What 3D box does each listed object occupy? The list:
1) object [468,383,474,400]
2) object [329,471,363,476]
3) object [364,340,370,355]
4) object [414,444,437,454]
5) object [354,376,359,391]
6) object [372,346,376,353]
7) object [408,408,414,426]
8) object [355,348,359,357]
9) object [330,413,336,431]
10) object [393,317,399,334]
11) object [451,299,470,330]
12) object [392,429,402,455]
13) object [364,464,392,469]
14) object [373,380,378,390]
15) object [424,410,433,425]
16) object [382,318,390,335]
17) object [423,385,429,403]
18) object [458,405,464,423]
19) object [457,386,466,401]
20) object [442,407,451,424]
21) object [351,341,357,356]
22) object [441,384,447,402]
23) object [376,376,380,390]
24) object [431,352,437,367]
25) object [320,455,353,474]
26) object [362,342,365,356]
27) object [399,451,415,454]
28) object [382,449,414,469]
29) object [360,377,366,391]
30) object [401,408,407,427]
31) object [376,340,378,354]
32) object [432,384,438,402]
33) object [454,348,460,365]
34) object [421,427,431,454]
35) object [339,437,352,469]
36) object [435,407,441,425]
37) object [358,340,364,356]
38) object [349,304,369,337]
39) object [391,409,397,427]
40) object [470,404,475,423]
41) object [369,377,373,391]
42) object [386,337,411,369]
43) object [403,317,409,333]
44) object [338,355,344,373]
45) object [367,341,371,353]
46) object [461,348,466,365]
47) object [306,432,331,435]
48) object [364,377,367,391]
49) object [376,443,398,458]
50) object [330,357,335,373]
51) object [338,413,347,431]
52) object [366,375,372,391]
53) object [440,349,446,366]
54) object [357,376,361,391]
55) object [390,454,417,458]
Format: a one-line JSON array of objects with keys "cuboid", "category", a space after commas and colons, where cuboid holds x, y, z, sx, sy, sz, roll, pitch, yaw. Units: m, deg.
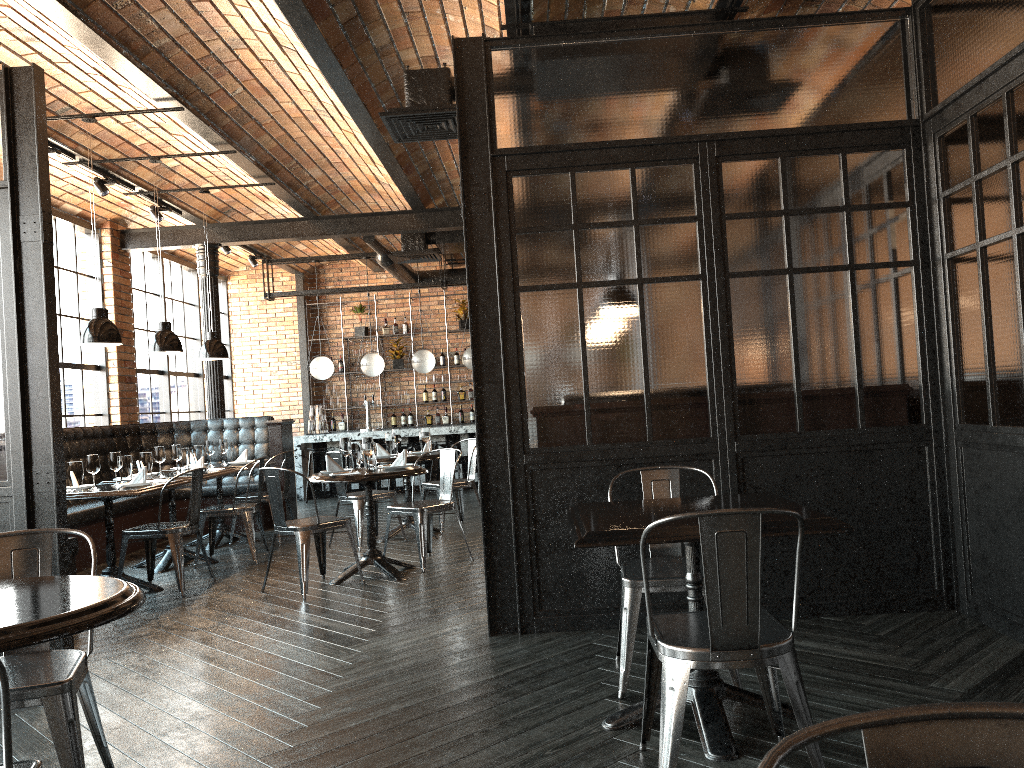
[{"cuboid": [-0.670, 0.122, 14.441, 0.083, 0.282, 0.083, -4, -1, 2], "category": "object"}, {"cuboid": [-1.137, 0.617, 6.159, 0.255, 0.019, 0.157, -3, -1, -18], "category": "object"}, {"cuboid": [-2.358, -0.590, 14.415, 0.092, 0.244, 0.092, -4, -1, 7], "category": "object"}, {"cuboid": [-0.815, 0.588, 8.350, 0.232, 0.139, 0.232, -3, -1, -28], "category": "object"}, {"cuboid": [-2.531, -0.005, 14.409, 0.092, 0.244, 0.092, -4, -1, 7], "category": "object"}, {"cuboid": [-2.255, -0.596, 14.412, 0.092, 0.244, 0.092, -4, -1, 7], "category": "object"}, {"cuboid": [-1.651, 0.540, 14.470, 0.086, 0.298, 0.086, -3, -2, -39], "category": "object"}, {"cuboid": [-2.561, -0.574, 14.586, 0.092, 0.244, 0.092, -4, -1, 7], "category": "object"}, {"cuboid": [-2.919, 0.620, 14.475, 0.086, 0.297, 0.086, -4, -1, 36], "category": "object"}, {"cuboid": [-1.904, -0.946, 14.499, 0.083, 0.282, 0.083, -3, -1, -13], "category": "object"}, {"cuboid": [-0.796, -1.137, 14.505, 0.425, 0.526, 0.430, -4, -1, 4], "category": "object"}, {"cuboid": [-1.085, 0.546, 8.352, 0.092, 0.244, 0.092, -4, -1, 1], "category": "object"}, {"cuboid": [-0.986, 0.618, 6.641, 0.255, 0.019, 0.157, -3, -2, -38], "category": "object"}, {"cuboid": [-2.219, -0.025, 14.400, 0.092, 0.244, 0.092, -4, -1, 7], "category": "object"}, {"cuboid": [-1.359, 0.548, 14.453, 0.151, 0.248, 0.094, -3, -1, -9], "category": "object"}, {"cuboid": [-2.061, -0.933, 14.505, 0.123, 0.279, 0.123, -3, -1, -10], "category": "object"}, {"cuboid": [-1.409, 0.162, 14.469, 0.086, 0.299, 0.086, -3, -2, -39], "category": "object"}, {"cuboid": [-0.826, 0.488, 14.414, 0.086, 0.297, 0.086, -4, -1, 36], "category": "object"}, {"cuboid": [-0.822, 0.150, 14.444, 0.151, 0.248, 0.094, -3, -1, -9], "category": "object"}, {"cuboid": [-1.069, 0.514, 14.432, 0.123, 0.279, 0.123, -4, -1, 15], "category": "object"}, {"cuboid": [-2.566, -0.577, 14.421, 0.092, 0.244, 0.092, -4, -1, 7], "category": "object"}, {"cuboid": [-1.112, 0.142, 14.457, 0.086, 0.297, 0.086, -3, -2, -39], "category": "object"}, {"cuboid": [-2.214, -0.022, 14.564, 0.092, 0.244, 0.092, -4, -1, 7], "category": "object"}, {"cuboid": [-1.303, -0.392, 14.469, 0.151, 0.248, 0.094, -4, -1, 5], "category": "object"}, {"cuboid": [-1.258, 0.574, 6.346, 0.232, 0.139, 0.232, -4, -1, -2], "category": "object"}, {"cuboid": [-2.452, -0.580, 14.582, 0.092, 0.244, 0.092, -4, -1, 7], "category": "object"}, {"cuboid": [-0.986, 0.657, 8.483, 0.255, 0.019, 0.157, -3, -2, -38], "category": "object"}, {"cuboid": [-0.839, 0.551, 6.498, 0.232, 0.139, 0.232, -2, -2, -44], "category": "object"}, {"cuboid": [-2.421, -0.012, 14.406, 0.092, 0.244, 0.092, -4, -1, 7], "category": "object"}, {"cuboid": [-1.769, 0.548, 14.498, 0.086, 0.298, 0.086, -3, -2, -39], "category": "object"}, {"cuboid": [-2.249, -0.593, 14.576, 0.092, 0.244, 0.092, -4, -1, 7], "category": "object"}, {"cuboid": [-1.263, 0.152, 14.490, 0.086, 0.298, 0.086, -3, -2, -39], "category": "object"}, {"cuboid": [-0.900, -0.443, 14.466, 0.086, 0.298, 0.086, -3, -2, -39], "category": "object"}, {"cuboid": [-0.788, 0.524, 8.159, 0.092, 0.244, 0.092, -4, -1, 1], "category": "object"}, {"cuboid": [-1.225, 0.517, 6.538, 0.092, 0.244, 0.092, -3, -1, -35], "category": "object"}, {"cuboid": [-1.206, 0.520, 14.450, 0.083, 0.282, 0.083, -4, -1, 2], "category": "object"}, {"cuboid": [-2.457, -0.584, 14.418, 0.092, 0.244, 0.092, -4, -1, 7], "category": "object"}, {"cuboid": [-2.479, -1.044, 14.544, 0.377, 0.554, 0.422, -3, -1, -11], "category": "object"}, {"cuboid": [-1.926, 0.558, 14.477, 0.086, 0.299, 0.086, -3, -2, -39], "category": "object"}, {"cuboid": [-0.645, 0.477, 14.441, 0.086, 0.298, 0.086, -3, -2, -39], "category": "object"}, {"cuboid": [-2.317, -0.015, 14.568, 0.092, 0.244, 0.092, -4, -1, 7], "category": "object"}, {"cuboid": [-1.854, -0.496, 14.461, 0.430, 0.526, 0.425, -4, -1, 14], "category": "object"}, {"cuboid": [-1.738, -0.956, 14.494, 0.083, 0.282, 0.083, -4, -1, 17], "category": "object"}, {"cuboid": [-2.800, -0.324, 14.518, 0.086, 0.299, 0.086, -3, -2, -39], "category": "object"}, {"cuboid": [-2.353, -0.587, 14.580, 0.092, 0.244, 0.092, -4, -1, 7], "category": "object"}, {"cuboid": [-0.759, -0.442, 14.441, 0.123, 0.279, 0.123, -3, -1, -10], "category": "object"}, {"cuboid": [-2.790, 0.717, 12.787, 0.273, 0.019, 0.437, -4, -1, 2], "category": "object"}, {"cuboid": [-2.416, -0.009, 14.570, 0.092, 0.244, 0.092, -4, -1, 7], "category": "object"}, {"cuboid": [-1.157, 0.604, 8.063, 0.232, 0.139, 0.232, -2, -2, -44], "category": "object"}, {"cuboid": [-2.955, -0.303, 14.505, 0.123, 0.279, 0.123, -3, -1, -9], "category": "object"}, {"cuboid": [-2.761, 0.620, 14.482, 0.123, 0.279, 0.123, -4, -1, 15], "category": "object"}, {"cuboid": [-2.322, -0.018, 14.403, 0.092, 0.244, 0.092, -4, -1, 7], "category": "object"}, {"cuboid": [-1.133, -0.427, 14.479, 0.086, 0.298, 0.086, -3, -2, -39], "category": "object"}, {"cuboid": [-2.526, -0.002, 14.574, 0.092, 0.244, 0.092, -4, -1, 7], "category": "object"}, {"cuboid": [-0.963, 0.644, 7.978, 0.157, 0.019, 0.255, -4, -1, 32], "category": "object"}]
